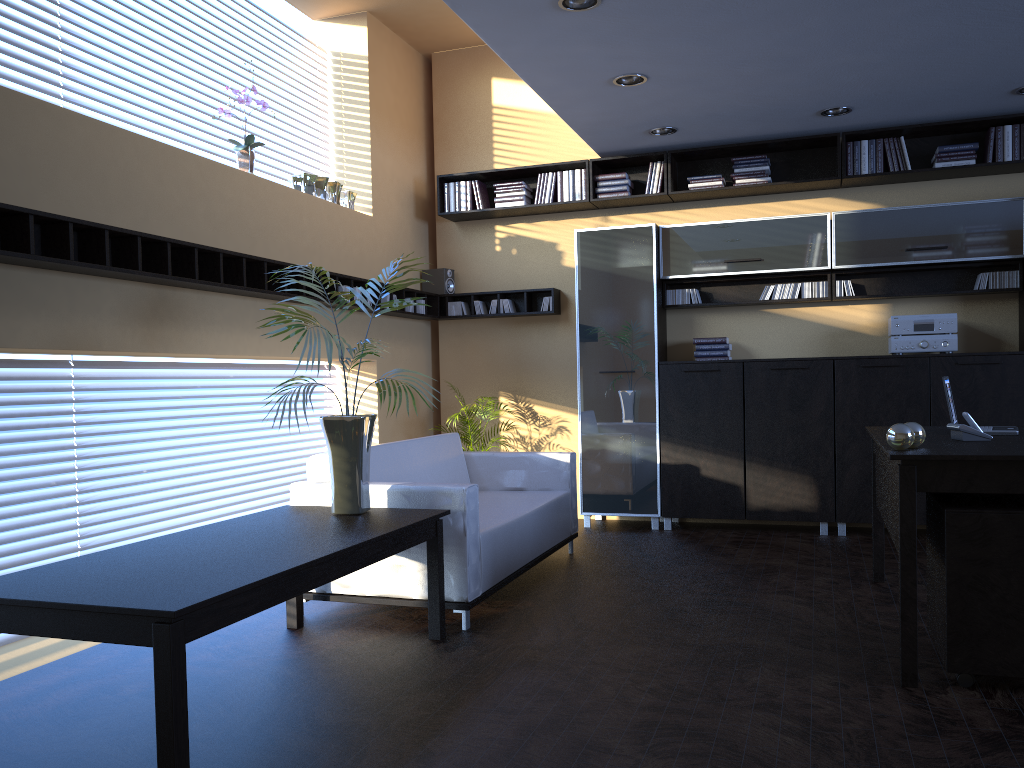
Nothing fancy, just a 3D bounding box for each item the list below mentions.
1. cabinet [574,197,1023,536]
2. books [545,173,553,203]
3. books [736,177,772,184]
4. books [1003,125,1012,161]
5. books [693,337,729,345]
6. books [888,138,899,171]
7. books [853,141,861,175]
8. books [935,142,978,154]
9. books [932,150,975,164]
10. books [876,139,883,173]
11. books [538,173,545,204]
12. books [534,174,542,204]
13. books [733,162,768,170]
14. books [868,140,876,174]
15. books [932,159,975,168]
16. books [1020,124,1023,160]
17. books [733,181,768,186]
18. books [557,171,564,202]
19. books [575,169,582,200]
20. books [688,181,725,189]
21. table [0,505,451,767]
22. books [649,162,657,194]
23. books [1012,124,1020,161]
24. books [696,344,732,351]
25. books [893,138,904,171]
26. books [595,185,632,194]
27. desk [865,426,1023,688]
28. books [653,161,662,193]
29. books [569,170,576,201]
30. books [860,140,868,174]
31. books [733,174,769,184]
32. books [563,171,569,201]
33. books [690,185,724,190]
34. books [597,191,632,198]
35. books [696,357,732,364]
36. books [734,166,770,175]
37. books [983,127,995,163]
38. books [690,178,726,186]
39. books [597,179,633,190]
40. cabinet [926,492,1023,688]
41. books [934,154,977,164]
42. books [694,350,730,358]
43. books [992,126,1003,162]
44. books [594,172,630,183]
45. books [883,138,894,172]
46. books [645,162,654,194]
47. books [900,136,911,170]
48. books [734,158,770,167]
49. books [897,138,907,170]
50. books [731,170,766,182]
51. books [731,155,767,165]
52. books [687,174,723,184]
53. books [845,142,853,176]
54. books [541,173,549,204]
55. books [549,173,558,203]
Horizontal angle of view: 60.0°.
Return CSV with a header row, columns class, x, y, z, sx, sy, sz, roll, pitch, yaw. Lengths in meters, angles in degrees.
class,x,y,z,sx,sy,sz,roll,pitch,yaw
cabinet,2.430,-0.079,6.707,3.876,2.401,0.490,-1,2,19
books,0.334,-1.616,7.416,0.075,0.260,0.207,-1,1,19
books,1.884,-1.565,6.896,0.258,0.028,0.207,-1,0,20
books,3.515,-1.686,6.317,0.050,0.258,0.207,-1,1,19
books,1.582,-0.340,7.045,0.258,0.050,0.207,-1,0,19
books,2.822,-1.671,6.566,0.075,0.260,0.207,-1,1,19
books,2.585,-1.666,6.651,0.050,0.258,0.207,-1,1,19
books,3.217,-1.690,6.420,0.258,0.050,0.207,-1,0,19
books,3.200,-1.648,6.436,0.258,0.031,0.207,-1,0,19
books,2.732,-1.669,6.599,0.050,0.258,0.207,-1,1,19
books,0.274,-1.615,7.437,0.075,0.260,0.207,-1,1,19
books,0.246,-1.615,7.454,0.075,0.260,0.207,-1,1,19
books,1.858,-1.680,6.893,0.258,0.028,0.207,-1,0,18
books,2.684,-1.668,6.619,0.050,0.258,0.207,-1,1,19
books,3.206,-1.574,6.445,0.258,0.050,0.207,-1,0,18
books,3.614,-1.688,6.282,0.050,0.258,0.207,-1,1,19
books,1.861,-1.536,6.895,0.258,0.028,0.207,-1,0,19
books,0.427,-1.619,7.391,0.050,0.258,0.207,-1,1,20
books,0.571,-1.622,7.332,0.050,0.258,0.207,-1,1,19
books,1.537,-1.558,7.001,0.258,0.028,0.207,-1,0,20
table,-1.016,0.913,3.437,0.898,0.603,1.893,-1,0,19
books,1.155,-1.634,7.146,0.075,0.260,0.207,-1,1,18
books,3.565,-1.687,6.300,0.050,0.258,0.207,-1,1,19
books,1.606,-0.290,7.049,0.258,0.050,0.207,-1,0,19
books,2.851,-1.670,6.551,0.072,0.258,0.207,-1,1,20
books,0.832,-1.574,7.246,0.258,0.050,0.207,-1,0,19
desk,2.180,0.693,4.111,0.914,0.891,1.893,-1,1,19
books,1.180,-1.635,7.123,0.075,0.260,0.207,-1,1,18
books,0.522,-1.621,7.349,0.050,0.258,0.207,-1,1,20
books,2.632,-1.667,6.629,0.050,0.258,0.207,-1,1,19
books,1.864,-1.593,6.900,0.258,0.028,0.207,-1,0,19
books,0.476,-1.620,7.373,0.050,0.258,0.207,-1,1,19
books,1.547,-1.529,6.996,0.258,0.028,0.207,-1,0,20
books,0.844,-1.523,7.249,0.258,0.050,0.207,-1,0,19
books,1.602,-0.188,7.039,0.258,0.050,0.207,-1,0,20
books,1.872,-1.651,6.901,0.258,0.028,0.207,-1,0,19
books,3.417,-1.684,6.357,0.055,0.260,0.207,-1,1,19
books,1.550,-1.586,7.002,0.258,0.028,0.207,-1,0,19
books,0.845,-1.625,7.250,0.258,0.050,0.207,-1,0,19
cabinet,1.976,0.804,3.559,0.500,0.680,0.634,-1,1,19
books,3.212,-1.617,6.433,0.258,0.031,0.207,-1,0,19
books,1.593,-0.239,7.046,0.258,0.050,0.207,-1,0,20
books,3.469,-1.685,6.342,0.050,0.258,0.207,-1,1,19
books,0.823,-1.676,7.251,0.258,0.050,0.207,-1,0,19
books,2.792,-1.670,6.577,0.075,0.260,0.207,-1,1,20
books,1.123,-1.634,7.153,0.075,0.260,0.207,-1,1,19
books,2.891,-1.673,6.528,0.072,0.258,0.207,-1,1,19
books,1.868,-1.708,6.885,0.258,0.028,0.207,-1,0,18
books,2.877,-1.672,6.559,0.072,0.258,0.207,-1,1,19
books,1.848,-1.621,6.919,0.258,0.028,0.207,-1,0,18
books,1.848,-1.736,6.895,0.258,0.028,0.207,-1,0,19
books,1.531,-1.614,7.014,0.258,0.028,0.207,-1,0,18
books,2.536,-1.665,6.668,0.050,0.258,0.207,-1,1,20
books,0.303,-1.616,7.425,0.075,0.260,0.207,-1,1,19
books,0.369,-1.617,7.420,0.075,0.260,0.207,-1,1,19
